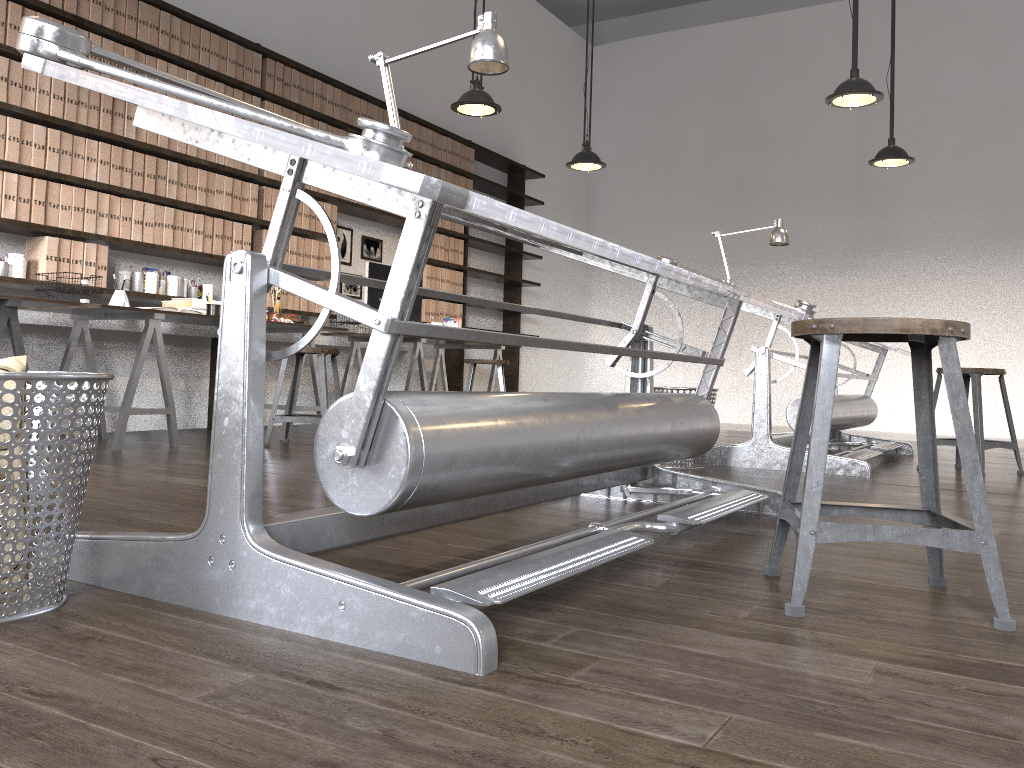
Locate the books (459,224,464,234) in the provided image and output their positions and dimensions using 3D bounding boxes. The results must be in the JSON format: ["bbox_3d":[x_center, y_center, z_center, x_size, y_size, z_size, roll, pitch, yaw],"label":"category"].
[{"bbox_3d":[-0.502,-1.403,7.644,0.174,0.226,0.066,1,-3,30],"label":"books"}]

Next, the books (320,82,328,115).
[{"bbox_3d":[-1.372,-1.970,6.155,0.174,0.226,0.066,1,-3,30],"label":"books"}]

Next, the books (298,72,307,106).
[{"bbox_3d":[-1.476,-1.973,5.979,0.174,0.226,0.066,1,-3,30],"label":"books"}]

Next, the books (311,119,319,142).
[{"bbox_3d":[-1.419,-1.694,6.081,0.174,0.226,0.066,1,-3,30],"label":"books"}]

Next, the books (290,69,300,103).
[{"bbox_3d":[-1.508,-1.973,5.915,0.174,0.226,0.066,1,-3,30],"label":"books"}]

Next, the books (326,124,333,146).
[{"bbox_3d":[-1.347,-1.692,6.203,0.174,0.226,0.066,1,-3,30],"label":"books"}]

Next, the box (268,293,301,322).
[{"bbox_3d":[-1.438,-0.460,5.516,0.137,0.208,0.211,1,-1,31],"label":"box"}]

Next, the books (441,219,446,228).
[{"bbox_3d":[-0.643,-1.407,7.408,0.174,0.226,0.066,1,-3,30],"label":"books"}]

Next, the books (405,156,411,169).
[{"bbox_3d":[-0.885,-1.681,6.983,0.174,0.226,0.067,1,-3,30],"label":"books"}]

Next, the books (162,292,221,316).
[{"bbox_3d":[-1.724,-0.427,4.930,0.385,0.148,0.294,2,0,30],"label":"books"}]

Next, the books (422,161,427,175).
[{"bbox_3d":[-0.780,-1.679,7.173,0.174,0.226,0.066,1,-3,30],"label":"books"}]

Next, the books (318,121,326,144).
[{"bbox_3d":[-1.379,-1.693,6.140,0.174,0.226,0.066,1,-3,30],"label":"books"}]

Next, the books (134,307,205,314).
[{"bbox_3d":[-1.773,-0.370,4.495,0.256,0.029,0.354,2,0,31],"label":"books"}]

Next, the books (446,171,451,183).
[{"bbox_3d":[-0.605,-1.675,7.464,0.174,0.226,0.067,1,-3,30],"label":"books"}]

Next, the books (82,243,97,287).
[{"bbox_3d":[-2.263,-0.622,4.638,0.174,0.226,0.066,1,-3,30],"label":"books"}]

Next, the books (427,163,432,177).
[{"bbox_3d":[-0.744,-1.678,7.234,0.174,0.226,0.066,1,-3,30],"label":"books"}]

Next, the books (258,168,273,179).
[{"bbox_3d":[-1.627,-1.429,5.722,0.174,0.226,0.066,1,-3,30],"label":"books"}]

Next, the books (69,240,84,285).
[{"bbox_3d":[-2.302,-0.622,4.579,0.174,0.226,0.066,1,-3,30],"label":"books"}]

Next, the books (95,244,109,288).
[{"bbox_3d":[-2.231,-0.621,4.702,0.174,0.226,0.066,1,-3,30],"label":"books"}]

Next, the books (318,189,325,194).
[{"bbox_3d":[-1.379,-1.423,6.144,0.174,0.226,0.066,1,-3,30],"label":"books"}]

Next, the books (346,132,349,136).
[{"bbox_3d":[-1.243,-1.690,6.379,0.174,0.226,0.066,1,-3,30],"label":"books"}]

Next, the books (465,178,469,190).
[{"bbox_3d":[-0.468,-1.672,7.704,0.174,0.226,0.066,1,-3,30],"label":"books"}]

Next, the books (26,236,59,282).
[{"bbox_3d":[-2.367,-0.624,4.457,0.174,0.226,0.067,1,-3,30],"label":"books"}]

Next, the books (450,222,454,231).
[{"bbox_3d":[-0.577,-1.405,7.524,0.174,0.226,0.066,1,-3,30],"label":"books"}]

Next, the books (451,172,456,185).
[{"bbox_3d":[-0.572,-1.674,7.526,0.174,0.226,0.066,1,-3,30],"label":"books"}]

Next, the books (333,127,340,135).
[{"bbox_3d":[-1.311,-1.691,6.264,0.174,0.226,0.066,1,-3,30],"label":"books"}]

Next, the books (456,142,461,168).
[{"bbox_3d":[-0.531,-1.951,7.592,0.174,0.226,0.066,1,-3,30],"label":"books"}]

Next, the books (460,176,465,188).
[{"bbox_3d":[-0.498,-1.672,7.644,0.174,0.226,0.067,1,-3,30],"label":"books"}]

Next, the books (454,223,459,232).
[{"bbox_3d":[-0.541,-1.404,7.585,0.174,0.226,0.066,1,-3,30],"label":"books"}]

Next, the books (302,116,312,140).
[{"bbox_3d":[-1.452,-1.695,6.013,0.174,0.226,0.067,1,-3,30],"label":"books"}]

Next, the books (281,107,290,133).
[{"bbox_3d":[-1.553,-1.697,5.838,0.174,0.226,0.067,1,-3,30],"label":"books"}]

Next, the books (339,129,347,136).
[{"bbox_3d":[-1.272,-1.690,6.319,0.174,0.226,0.067,1,-3,30],"label":"books"}]

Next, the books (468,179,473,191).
[{"bbox_3d":[-0.435,-1.671,7.757,0.174,0.226,0.066,1,-3,30],"label":"books"}]

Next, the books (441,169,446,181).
[{"bbox_3d":[-0.643,-1.676,7.402,0.174,0.226,0.066,1,-3,30],"label":"books"}]

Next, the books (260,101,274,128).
[{"bbox_3d":[-1.629,-1.699,5.715,0.174,0.226,0.066,1,-3,30],"label":"books"}]

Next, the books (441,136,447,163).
[{"bbox_3d":[-0.635,-1.953,7.413,0.174,0.226,0.066,1,-3,30],"label":"books"}]

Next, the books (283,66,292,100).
[{"bbox_3d":[-1.548,-1.974,5.856,0.174,0.226,0.066,1,-3,30],"label":"books"}]

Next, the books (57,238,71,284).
[{"bbox_3d":[-2.338,-0.623,4.518,0.174,0.226,0.066,1,-3,30],"label":"books"}]

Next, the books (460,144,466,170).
[{"bbox_3d":[-0.494,-1.950,7.657,0.174,0.226,0.066,1,-3,30],"label":"books"}]

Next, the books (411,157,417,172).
[{"bbox_3d":[-0.852,-1.681,7.051,0.174,0.226,0.066,1,-3,30],"label":"books"}]

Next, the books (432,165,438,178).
[{"bbox_3d":[-0.705,-1.677,7.289,0.174,0.226,0.067,1,-3,30],"label":"books"}]

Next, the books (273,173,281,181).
[{"bbox_3d":[-1.592,-1.428,5.774,0.174,0.226,0.067,1,-3,30],"label":"books"}]

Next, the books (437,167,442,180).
[{"bbox_3d":[-0.676,-1.677,7.349,0.174,0.226,0.066,1,-3,30],"label":"books"}]

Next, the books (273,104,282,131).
[{"bbox_3d":[-1.589,-1.698,5.775,0.174,0.226,0.066,1,-3,30],"label":"books"}]

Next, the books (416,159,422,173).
[{"bbox_3d":[-0.812,-1.680,7.110,0.174,0.226,0.066,1,-3,30],"label":"books"}]

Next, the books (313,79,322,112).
[{"bbox_3d":[-1.401,-1.971,6.095,0.174,0.226,0.067,1,-3,30],"label":"books"}]

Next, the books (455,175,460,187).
[{"bbox_3d":[-0.539,-1.674,7.588,0.174,0.226,0.066,1,-3,30],"label":"books"}]

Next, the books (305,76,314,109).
[{"bbox_3d":[-1.440,-1.972,6.040,0.174,0.226,0.066,1,-3,30],"label":"books"}]

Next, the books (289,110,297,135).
[{"bbox_3d":[-1.525,-1.696,5.894,0.174,0.226,0.066,1,-3,30],"label":"books"}]

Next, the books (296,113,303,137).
[{"bbox_3d":[-1.494,-1.695,5.952,0.174,0.226,0.066,1,-3,30],"label":"books"}]

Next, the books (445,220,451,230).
[{"bbox_3d":[-0.605,-1.406,7.463,0.174,0.226,0.067,1,-3,30],"label":"books"}]
